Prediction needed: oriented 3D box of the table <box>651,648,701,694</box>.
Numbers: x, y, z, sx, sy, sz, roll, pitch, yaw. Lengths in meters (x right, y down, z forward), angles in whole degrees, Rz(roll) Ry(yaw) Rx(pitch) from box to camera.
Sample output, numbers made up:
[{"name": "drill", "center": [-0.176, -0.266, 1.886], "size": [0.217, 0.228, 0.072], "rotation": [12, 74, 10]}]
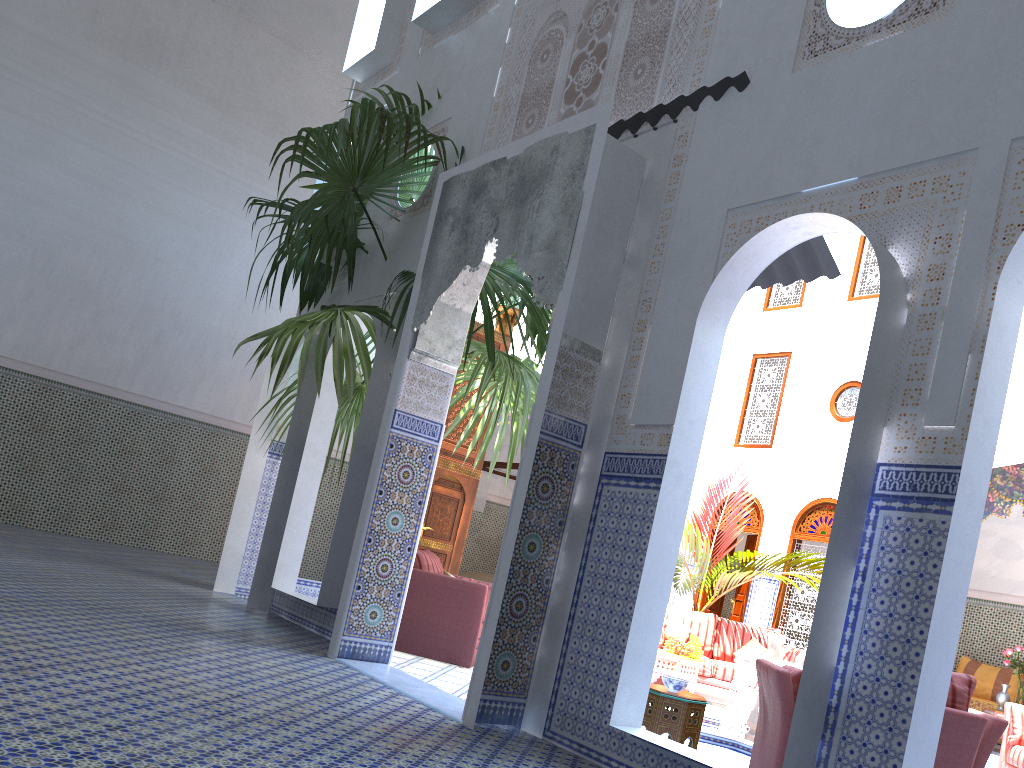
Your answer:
[{"name": "table", "center": [1.096, 2.146, 6.501], "size": [0.549, 0.320, 0.535], "rotation": [19, -11, -35]}]

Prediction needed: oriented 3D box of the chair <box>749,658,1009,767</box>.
[{"name": "chair", "center": [1.329, 1.422, 3.347], "size": [0.807, 0.536, 0.742], "rotation": [11, -9, 9]}]

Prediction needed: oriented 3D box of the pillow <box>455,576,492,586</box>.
[{"name": "pillow", "center": [-0.257, 1.472, 6.025], "size": [0.394, 0.241, 0.191], "rotation": [11, -6, 10]}]

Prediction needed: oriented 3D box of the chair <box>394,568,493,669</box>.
[{"name": "chair", "center": [-0.501, 1.527, 5.821], "size": [0.722, 0.536, 0.830], "rotation": [11, -9, 9]}]

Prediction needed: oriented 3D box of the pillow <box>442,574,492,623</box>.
[{"name": "pillow", "center": [-0.312, 1.370, 5.578], "size": [0.377, 0.251, 0.191], "rotation": [11, -6, 10]}]

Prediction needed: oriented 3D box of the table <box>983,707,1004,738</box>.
[{"name": "table", "center": [4.156, 2.882, 7.174], "size": [0.549, 0.320, 0.535], "rotation": [19, -11, -35]}]

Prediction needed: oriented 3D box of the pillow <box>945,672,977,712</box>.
[{"name": "pillow", "center": [1.352, 1.183, 3.212], "size": [0.578, 0.376, 0.307], "rotation": [11, -6, 9]}]

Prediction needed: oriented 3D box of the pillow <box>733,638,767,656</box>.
[{"name": "pillow", "center": [1.924, 2.147, 7.002], "size": [0.149, 0.233, 0.265], "rotation": [16, -8, -33]}]

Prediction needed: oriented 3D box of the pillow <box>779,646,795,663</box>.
[{"name": "pillow", "center": [2.094, 2.172, 6.848], "size": [0.186, 0.240, 0.405], "rotation": [12, -9, 11]}]

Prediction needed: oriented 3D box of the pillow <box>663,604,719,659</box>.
[{"name": "pillow", "center": [1.407, 2.051, 7.298], "size": [0.578, 0.388, 0.296], "rotation": [11, -6, 9]}]

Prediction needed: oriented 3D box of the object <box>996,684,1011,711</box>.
[{"name": "object", "center": [4.101, 2.614, 7.310], "size": [0.108, 0.211, 0.106], "rotation": [15, -5, -30]}]

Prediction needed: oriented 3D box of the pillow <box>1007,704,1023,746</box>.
[{"name": "pillow", "center": [3.187, 2.091, 5.267], "size": [0.377, 0.251, 0.191], "rotation": [11, -6, 10]}]

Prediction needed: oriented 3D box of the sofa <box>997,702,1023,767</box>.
[{"name": "sofa", "center": [3.273, 2.149, 4.739], "size": [0.728, 0.534, 1.393], "rotation": [11, -10, 10]}]

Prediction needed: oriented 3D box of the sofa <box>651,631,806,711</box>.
[{"name": "sofa", "center": [1.603, 2.266, 7.096], "size": [1.354, 0.536, 0.748], "rotation": [11, -9, 9]}]

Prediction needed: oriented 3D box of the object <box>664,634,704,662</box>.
[{"name": "object", "center": [1.290, 1.968, 6.529], "size": [0.302, 0.237, 0.222], "rotation": [7, -9, 35]}]

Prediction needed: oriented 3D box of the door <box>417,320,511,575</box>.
[{"name": "door", "center": [-0.492, 0.747, 6.973], "size": [0.595, 2.494, 0.122], "rotation": [16, -4, -41]}]

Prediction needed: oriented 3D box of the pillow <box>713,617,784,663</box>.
[{"name": "pillow", "center": [1.952, 2.156, 7.221], "size": [0.557, 0.371, 0.326], "rotation": [11, -7, 9]}]

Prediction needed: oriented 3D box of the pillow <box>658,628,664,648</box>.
[{"name": "pillow", "center": [1.127, 1.988, 6.988], "size": [0.186, 0.250, 0.388], "rotation": [12, -9, 11]}]

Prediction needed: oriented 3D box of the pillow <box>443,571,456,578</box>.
[{"name": "pillow", "center": [-0.376, 1.364, 5.771], "size": [0.258, 0.231, 0.171], "rotation": [8, -7, 31]}]

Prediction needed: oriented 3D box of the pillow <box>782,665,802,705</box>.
[{"name": "pillow", "center": [1.167, 1.280, 3.573], "size": [0.186, 0.240, 0.405], "rotation": [12, -9, 11]}]

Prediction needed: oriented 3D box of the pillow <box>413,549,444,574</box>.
[{"name": "pillow", "center": [-0.597, 1.297, 5.857], "size": [0.299, 0.374, 0.595], "rotation": [12, -9, 10]}]

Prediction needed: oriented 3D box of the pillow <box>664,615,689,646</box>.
[{"name": "pillow", "center": [1.328, 2.009, 7.053], "size": [0.310, 0.271, 0.132], "rotation": [18, -7, -35]}]

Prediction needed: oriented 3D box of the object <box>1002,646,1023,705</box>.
[{"name": "object", "center": [4.217, 2.422, 7.199], "size": [0.336, 0.590, 0.451], "rotation": [14, -6, -9]}]

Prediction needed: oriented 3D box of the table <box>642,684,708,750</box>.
[{"name": "table", "center": [0.656, 1.472, 3.743], "size": [0.295, 0.321, 0.287], "rotation": [18, -8, -35]}]

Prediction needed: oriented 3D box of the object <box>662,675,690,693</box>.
[{"name": "object", "center": [0.690, 1.279, 3.720], "size": [0.120, 0.056, 0.118], "rotation": [17, -11, -23]}]
